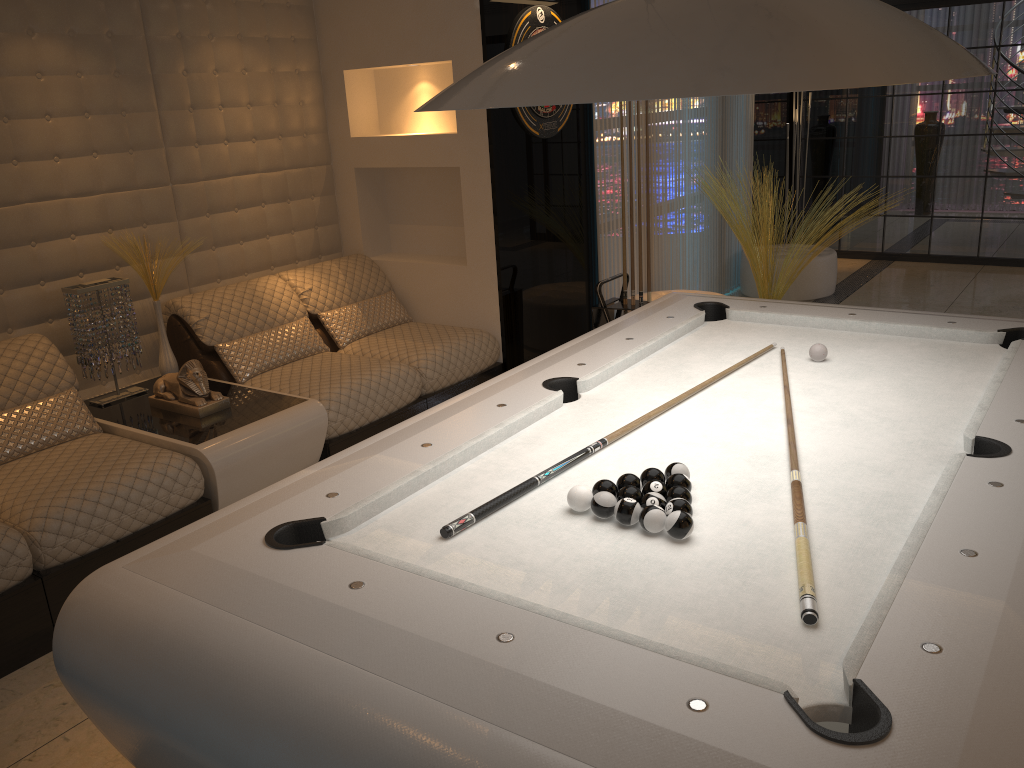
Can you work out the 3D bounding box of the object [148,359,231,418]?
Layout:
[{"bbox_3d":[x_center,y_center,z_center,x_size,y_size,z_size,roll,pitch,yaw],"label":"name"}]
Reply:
[{"bbox_3d":[-1.371,-0.006,3.726,0.344,0.217,0.155,9,22,34],"label":"object"}]

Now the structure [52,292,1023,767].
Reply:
[{"bbox_3d":[0.631,0.453,2.424,1.659,0.812,2.912,9,22,34],"label":"structure"}]

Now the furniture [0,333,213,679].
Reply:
[{"bbox_3d":[-1.953,0.405,3.080,1.107,0.810,1.312,9,22,34],"label":"furniture"}]

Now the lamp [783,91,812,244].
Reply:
[{"bbox_3d":[2.400,-1.840,7.552,0.200,1.801,0.418,9,22,34],"label":"lamp"}]

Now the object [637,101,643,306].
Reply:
[{"bbox_3d":[0.682,-0.708,4.706,0.026,1.605,0.027,-9,19,-15],"label":"object"}]

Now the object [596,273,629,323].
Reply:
[{"bbox_3d":[0.559,-0.442,4.894,0.032,0.297,0.330,9,22,34],"label":"object"}]

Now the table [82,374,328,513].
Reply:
[{"bbox_3d":[-1.398,0.303,3.868,1.143,0.457,0.608,9,22,34],"label":"table"}]

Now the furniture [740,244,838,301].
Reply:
[{"bbox_3d":[2.181,-0.892,7.010,0.735,0.357,0.735,-1,18,7],"label":"furniture"}]

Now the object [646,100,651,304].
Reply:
[{"bbox_3d":[0.722,-0.701,4.680,0.026,1.605,0.027,-9,19,-15],"label":"object"}]

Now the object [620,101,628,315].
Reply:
[{"bbox_3d":[0.604,-0.719,4.760,0.026,1.605,0.027,-9,19,-15],"label":"object"}]

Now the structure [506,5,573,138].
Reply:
[{"bbox_3d":[0.165,-1.649,4.701,0.048,0.669,0.669,9,22,34],"label":"structure"}]

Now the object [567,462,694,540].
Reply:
[{"bbox_3d":[0.249,0.242,1.888,0.265,0.057,0.299,0,18,10],"label":"object"}]

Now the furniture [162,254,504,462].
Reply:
[{"bbox_3d":[-0.871,-0.141,4.552,1.107,0.810,1.312,9,22,34],"label":"furniture"}]

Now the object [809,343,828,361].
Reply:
[{"bbox_3d":[0.968,-0.100,2.803,0.057,0.057,0.057,-2,18,5],"label":"object"}]

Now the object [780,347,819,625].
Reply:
[{"bbox_3d":[0.689,0.133,2.184,0.028,0.026,1.605,1,19,15],"label":"object"}]

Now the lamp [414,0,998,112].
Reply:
[{"bbox_3d":[0.515,-1.155,1.909,0.939,0.995,1.578,9,22,34],"label":"lamp"}]

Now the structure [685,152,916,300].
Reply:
[{"bbox_3d":[1.882,-0.951,5.982,1.282,1.142,1.275,-6,18,-8],"label":"structure"}]

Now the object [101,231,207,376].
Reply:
[{"bbox_3d":[-1.565,-0.352,4.032,0.388,0.718,0.390,5,20,26],"label":"object"}]

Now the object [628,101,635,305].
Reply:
[{"bbox_3d":[0.643,-0.712,4.733,0.026,1.605,0.027,-9,19,-15],"label":"object"}]

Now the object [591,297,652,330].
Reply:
[{"bbox_3d":[0.652,-0.195,4.918,0.325,0.508,0.261,9,22,34],"label":"object"}]

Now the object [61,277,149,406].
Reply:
[{"bbox_3d":[-1.764,-0.189,3.867,0.124,0.522,0.247,9,22,34],"label":"object"}]

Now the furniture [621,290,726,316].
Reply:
[{"bbox_3d":[1.042,-0.367,5.614,0.735,0.357,0.735,10,22,36],"label":"furniture"}]

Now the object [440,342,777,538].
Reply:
[{"bbox_3d":[0.371,0.086,2.392,0.028,0.026,1.605,11,23,38],"label":"object"}]
